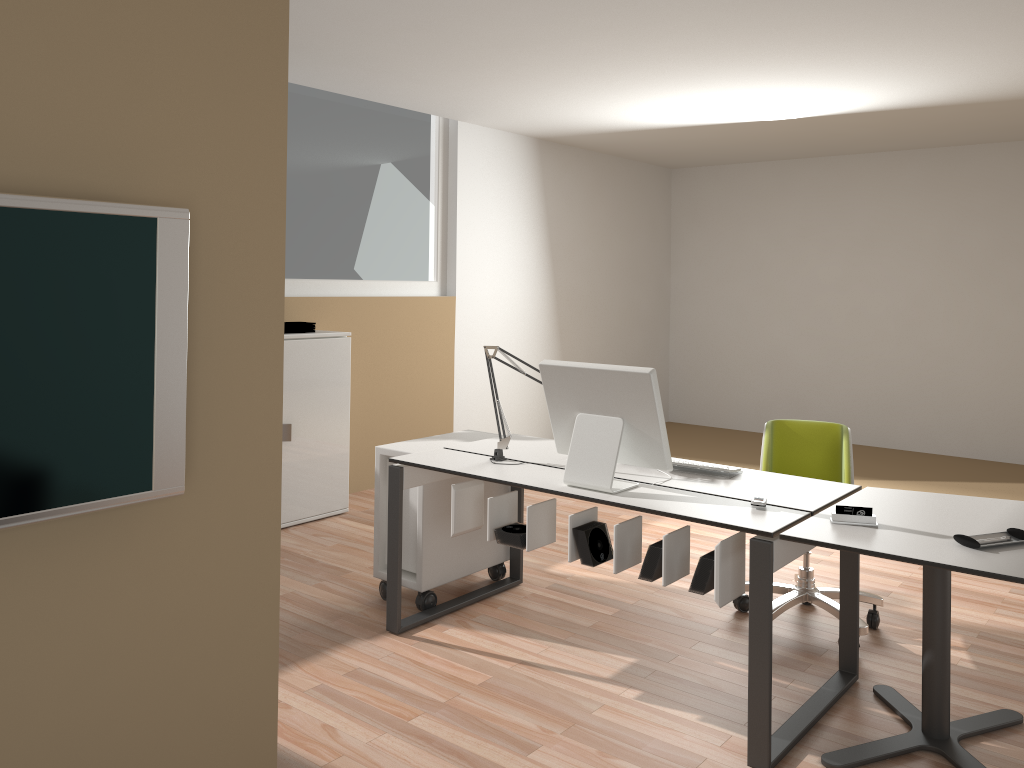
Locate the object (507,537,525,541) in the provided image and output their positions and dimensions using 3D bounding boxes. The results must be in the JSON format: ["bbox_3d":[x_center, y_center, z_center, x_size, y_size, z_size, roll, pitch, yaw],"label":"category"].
[{"bbox_3d":[0.027,0.544,3.195,0.120,0.002,0.133,6,8,39],"label":"object"}]

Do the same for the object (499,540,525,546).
[{"bbox_3d":[0.031,0.562,3.191,0.120,0.002,0.133,6,8,39],"label":"object"}]

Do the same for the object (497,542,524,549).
[{"bbox_3d":[0.033,0.571,3.189,0.120,0.002,0.133,6,8,39],"label":"object"}]

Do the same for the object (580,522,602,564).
[{"bbox_3d":[0.285,0.543,2.987,0.040,0.113,0.133,1,3,39],"label":"object"}]

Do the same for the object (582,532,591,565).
[{"bbox_3d":[0.290,0.543,2.983,0.040,0.113,0.133,1,3,39],"label":"object"}]

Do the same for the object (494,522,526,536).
[{"bbox_3d":[0.023,0.527,3.199,0.120,0.002,0.133,6,8,39],"label":"object"}]

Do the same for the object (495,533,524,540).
[{"bbox_3d":[0.026,0.540,3.196,0.120,0.002,0.133,6,8,39],"label":"object"}]

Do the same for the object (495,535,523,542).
[{"bbox_3d":[0.027,0.547,3.195,0.119,0.002,0.133,6,8,39],"label":"object"}]

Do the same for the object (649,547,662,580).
[{"bbox_3d":[0.489,0.564,2.821,0.040,0.113,0.133,1,3,39],"label":"object"}]

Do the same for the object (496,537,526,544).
[{"bbox_3d":[0.029,0.553,3.193,0.119,0.002,0.133,6,8,39],"label":"object"}]

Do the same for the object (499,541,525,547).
[{"bbox_3d":[0.032,0.565,3.191,0.119,0.002,0.133,6,8,39],"label":"object"}]

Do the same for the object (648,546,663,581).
[{"bbox_3d":[0.488,0.564,2.823,0.040,0.113,0.133,1,3,39],"label":"object"}]

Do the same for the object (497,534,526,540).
[{"bbox_3d":[0.026,0.542,3.196,0.120,0.002,0.133,6,8,39],"label":"object"}]

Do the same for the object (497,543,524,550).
[{"bbox_3d":[0.034,0.574,3.189,0.119,0.002,0.133,6,8,39],"label":"object"}]

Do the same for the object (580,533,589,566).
[{"bbox_3d":[0.283,0.542,2.989,0.040,0.113,0.133,1,3,39],"label":"object"}]

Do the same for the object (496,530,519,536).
[{"bbox_3d":[0.022,0.527,3.199,0.119,0.002,0.133,6,8,39],"label":"object"}]

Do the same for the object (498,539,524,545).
[{"bbox_3d":[0.030,0.558,3.192,0.119,0.002,0.133,6,8,39],"label":"object"}]

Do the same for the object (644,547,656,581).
[{"bbox_3d":[0.477,0.563,2.832,0.040,0.113,0.133,1,3,39],"label":"object"}]

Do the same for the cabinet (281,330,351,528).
[{"bbox_3d":[-1.588,0.277,4.841,0.417,1.083,1.526,1,3,39],"label":"cabinet"}]

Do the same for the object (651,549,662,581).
[{"bbox_3d":[0.495,0.565,2.817,0.040,0.113,0.133,1,3,39],"label":"object"}]

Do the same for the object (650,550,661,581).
[{"bbox_3d":[0.493,0.564,2.819,0.040,0.113,0.133,1,3,39],"label":"object"}]

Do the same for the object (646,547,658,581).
[{"bbox_3d":[0.482,0.563,2.827,0.040,0.113,0.133,1,3,39],"label":"object"}]

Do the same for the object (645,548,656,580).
[{"bbox_3d":[0.479,0.563,2.830,0.040,0.113,0.133,1,3,39],"label":"object"}]

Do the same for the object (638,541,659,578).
[{"bbox_3d":[0.459,0.561,2.846,0.040,0.113,0.133,1,3,39],"label":"object"}]

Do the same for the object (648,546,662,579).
[{"bbox_3d":[0.486,0.564,2.824,0.040,0.113,0.133,1,3,39],"label":"object"}]

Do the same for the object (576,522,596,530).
[{"bbox_3d":[0.272,0.541,2.997,0.039,0.113,0.133,1,3,39],"label":"object"}]

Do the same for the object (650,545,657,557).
[{"bbox_3d":[0.473,0.562,2.835,0.039,0.113,0.133,1,3,39],"label":"object"}]

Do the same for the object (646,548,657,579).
[{"bbox_3d":[0.480,0.563,2.829,0.040,0.113,0.133,1,3,39],"label":"object"}]

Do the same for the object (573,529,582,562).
[{"bbox_3d":[0.263,0.540,3.005,0.040,0.113,0.133,1,3,39],"label":"object"}]

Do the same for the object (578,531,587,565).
[{"bbox_3d":[0.278,0.542,2.993,0.040,0.113,0.133,1,3,39],"label":"object"}]

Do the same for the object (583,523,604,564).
[{"bbox_3d":[0.294,0.543,2.980,0.039,0.113,0.133,1,3,39],"label":"object"}]

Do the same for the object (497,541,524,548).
[{"bbox_3d":[0.032,0.567,3.190,0.119,0.002,0.133,6,8,39],"label":"object"}]

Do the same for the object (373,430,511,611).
[{"bbox_3d":[-0.294,0.600,4.024,0.309,0.675,0.622,1,2,39],"label":"object"}]

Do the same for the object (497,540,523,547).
[{"bbox_3d":[0.031,0.562,3.191,0.119,0.002,0.133,6,8,39],"label":"object"}]

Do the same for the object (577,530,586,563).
[{"bbox_3d":[0.276,0.542,2.994,0.040,0.113,0.133,1,3,39],"label":"object"}]

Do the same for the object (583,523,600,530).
[{"bbox_3d":[0.287,0.543,2.985,0.039,0.113,0.133,1,3,39],"label":"object"}]

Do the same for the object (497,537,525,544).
[{"bbox_3d":[0.029,0.553,3.193,0.120,0.002,0.133,6,8,39],"label":"object"}]

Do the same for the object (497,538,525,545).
[{"bbox_3d":[0.030,0.556,3.193,0.119,0.002,0.133,6,8,39],"label":"object"}]

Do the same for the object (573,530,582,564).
[{"bbox_3d":[0.261,0.540,3.006,0.040,0.113,0.133,1,3,39],"label":"object"}]

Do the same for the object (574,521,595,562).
[{"bbox_3d":[0.265,0.540,3.003,0.039,0.113,0.133,1,3,39],"label":"object"}]

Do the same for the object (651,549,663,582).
[{"bbox_3d":[0.497,0.565,2.816,0.040,0.113,0.133,1,3,39],"label":"object"}]

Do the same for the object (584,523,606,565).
[{"bbox_3d":[0.297,0.544,2.977,0.040,0.113,0.133,1,3,39],"label":"object"}]

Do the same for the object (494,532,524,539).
[{"bbox_3d":[0.025,0.535,3.197,0.119,0.002,0.133,6,8,39],"label":"object"}]

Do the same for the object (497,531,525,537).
[{"bbox_3d":[0.024,0.531,3.198,0.120,0.002,0.133,6,8,39],"label":"object"}]

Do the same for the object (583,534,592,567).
[{"bbox_3d":[0.292,0.543,2.981,0.040,0.113,0.133,1,3,39],"label":"object"}]

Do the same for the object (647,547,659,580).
[{"bbox_3d":[0.484,0.564,2.826,0.040,0.113,0.133,1,3,39],"label":"object"}]

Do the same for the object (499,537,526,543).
[{"bbox_3d":[0.029,0.551,3.194,0.120,0.002,0.133,6,8,39],"label":"object"}]

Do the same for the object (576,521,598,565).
[{"bbox_3d":[0.270,0.541,2.999,0.040,0.113,0.133,1,3,39],"label":"object"}]

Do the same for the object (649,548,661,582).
[{"bbox_3d":[0.491,0.564,2.820,0.040,0.113,0.133,1,3,39],"label":"object"}]

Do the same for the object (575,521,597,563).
[{"bbox_3d":[0.269,0.541,3.000,0.040,0.113,0.133,1,3,39],"label":"object"}]

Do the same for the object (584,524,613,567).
[{"bbox_3d":[0.297,0.544,2.977,0.039,0.113,0.133,1,3,39],"label":"object"}]

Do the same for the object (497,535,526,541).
[{"bbox_3d":[0.027,0.544,3.195,0.119,0.002,0.133,6,8,39],"label":"object"}]

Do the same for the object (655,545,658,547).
[{"bbox_3d":[0.475,0.562,2.833,0.039,0.113,0.133,1,3,39],"label":"object"}]

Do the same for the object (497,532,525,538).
[{"bbox_3d":[0.024,0.533,3.198,0.119,0.002,0.133,6,8,39],"label":"object"}]

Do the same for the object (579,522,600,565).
[{"bbox_3d":[0.280,0.542,2.991,0.039,0.113,0.133,1,3,39],"label":"object"}]
